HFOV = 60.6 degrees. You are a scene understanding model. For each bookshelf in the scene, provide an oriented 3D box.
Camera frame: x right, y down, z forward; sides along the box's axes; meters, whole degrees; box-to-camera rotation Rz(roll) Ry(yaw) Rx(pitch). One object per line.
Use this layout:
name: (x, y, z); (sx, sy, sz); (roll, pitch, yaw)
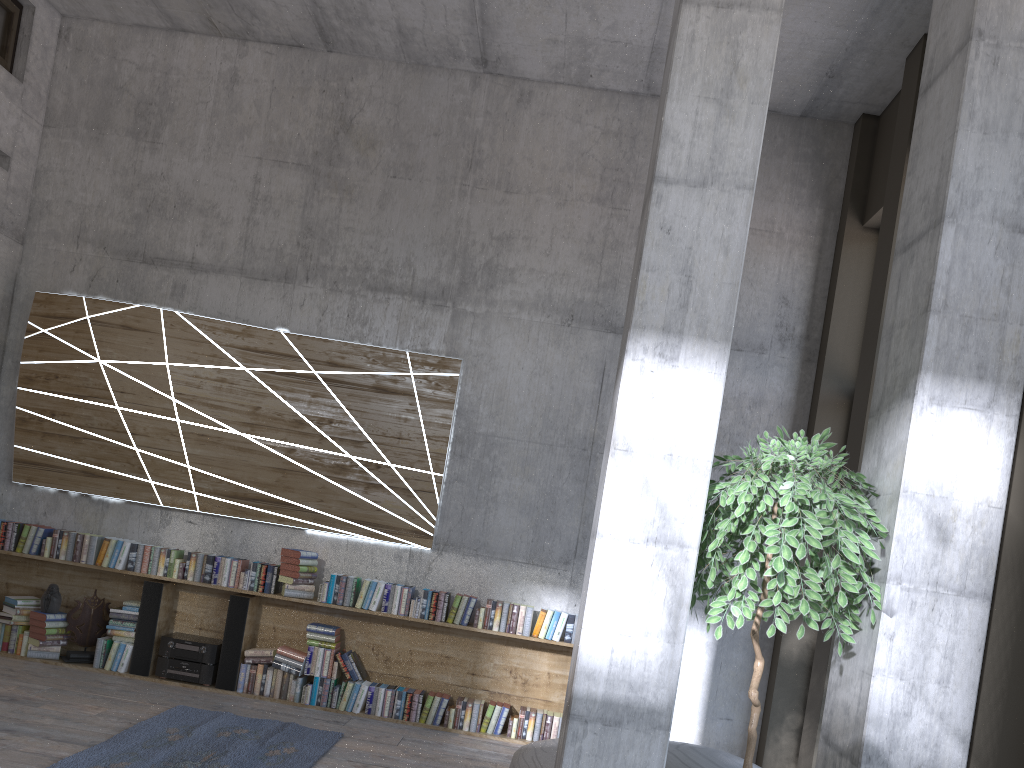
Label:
bookshelf: (-1.782, 2.035, 6.800); (5.316, 0.800, 0.305); (9, -2, 2)

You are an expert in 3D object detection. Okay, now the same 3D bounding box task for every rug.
rug: (-1.783, 2.060, 4.578); (1.160, 0.048, 2.957); (8, -9, 4)

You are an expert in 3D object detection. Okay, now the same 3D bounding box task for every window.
window: (-4.013, -3.350, 2.593); (0.113, 0.600, 8.552); (9, -9, 4)

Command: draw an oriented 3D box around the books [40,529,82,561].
books: (-3.486, 1.255, 6.849); (0.278, 0.219, 0.211); (9, -5, 1)

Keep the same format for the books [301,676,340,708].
books: (-1.470, 2.345, 6.731); (0.226, 0.219, 0.217); (9, -5, 3)

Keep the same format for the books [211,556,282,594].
books: (-2.043, 1.477, 6.782); (0.489, 0.219, 0.217); (9, -5, 3)

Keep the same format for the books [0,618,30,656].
books: (-3.970, 1.962, 6.873); (0.493, 0.236, 0.245); (9, -5, 3)

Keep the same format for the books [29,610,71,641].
books: (-3.578, 1.873, 6.795); (0.188, 0.209, 0.250); (7, -6, 25)

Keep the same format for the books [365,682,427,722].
books: (-0.891, 2.440, 6.723); (0.417, 0.219, 0.207); (9, -5, 3)

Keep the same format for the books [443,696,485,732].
books: (-0.363, 2.520, 6.699); (0.278, 0.219, 0.211); (9, -5, 1)

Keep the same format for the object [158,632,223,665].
object: (-2.470, 2.058, 6.815); (0.439, 0.160, 0.307); (9, -7, 3)

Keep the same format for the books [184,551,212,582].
books: (-2.432, 1.425, 6.826); (0.155, 0.219, 0.207); (9, -5, 3)

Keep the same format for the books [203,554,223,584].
books: (-2.328, 1.438, 6.814); (0.055, 0.219, 0.191); (9, -4, 4)

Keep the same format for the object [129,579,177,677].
object: (-2.806, 1.916, 6.855); (0.152, 0.755, 0.274); (9, -2, 3)

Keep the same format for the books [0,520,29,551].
books: (-4.081, 1.165, 6.871); (0.489, 0.219, 0.217); (9, -5, 3)

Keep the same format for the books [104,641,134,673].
books: (-3.016, 2.109, 6.809); (0.199, 0.227, 0.191); (9, -4, 3)

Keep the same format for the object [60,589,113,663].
object: (-3.314, 1.886, 6.879); (0.349, 0.565, 0.195); (11, -3, -37)

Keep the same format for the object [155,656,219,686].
object: (-2.495, 2.217, 6.819); (0.439, 0.162, 0.297); (9, -7, 3)

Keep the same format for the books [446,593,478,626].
books: (-0.381, 1.728, 6.724); (0.199, 0.227, 0.191); (9, -4, 3)

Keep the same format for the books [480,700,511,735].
books: (-0.128, 2.561, 6.730); (0.199, 0.227, 0.191); (9, -4, 3)

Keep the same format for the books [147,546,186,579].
books: (-2.649, 1.385, 6.788); (0.276, 0.219, 0.172); (9, -4, 4)

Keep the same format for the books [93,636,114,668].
books: (-3.169, 2.089, 6.831); (0.074, 0.219, 0.207); (9, -5, 4)

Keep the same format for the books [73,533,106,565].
books: (-3.273, 1.282, 6.815); (0.156, 0.219, 0.191); (9, -4, 3)

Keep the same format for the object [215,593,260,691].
object: (-2.135, 2.018, 6.826); (0.152, 0.755, 0.274); (9, -2, 3)

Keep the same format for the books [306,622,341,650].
books: (-1.450, 1.944, 6.763); (0.238, 0.160, 0.192); (9, -6, 3)

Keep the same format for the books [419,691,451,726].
books: (-0.591, 2.486, 6.718); (0.199, 0.227, 0.191); (9, -4, 3)

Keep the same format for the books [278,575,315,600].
books: (-1.651, 1.558, 6.730); (0.289, 0.149, 0.220); (15, -9, -39)

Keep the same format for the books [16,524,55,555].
books: (-3.729, 1.219, 6.869); (0.199, 0.227, 0.191); (9, -4, 3)

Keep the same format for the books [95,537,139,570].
books: (-3.058, 1.315, 6.805); (0.249, 0.227, 0.191); (9, -4, 3)

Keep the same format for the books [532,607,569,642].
books: (0.291, 1.823, 6.661); (0.249, 0.227, 0.191); (9, -4, 3)

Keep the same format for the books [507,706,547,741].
books: (0.115, 2.597, 6.710); (0.278, 0.219, 0.211); (9, -5, 1)

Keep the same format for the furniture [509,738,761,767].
furniture: (0.838, 2.340, 5.072); (1.618, 0.804, 1.827); (3, -10, 40)

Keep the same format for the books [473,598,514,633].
books: (-0.138, 1.764, 6.704); (0.278, 0.219, 0.211); (9, -5, 1)

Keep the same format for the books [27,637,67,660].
books: (-3.615, 2.045, 6.800); (0.265, 0.149, 0.247); (15, -9, -41)

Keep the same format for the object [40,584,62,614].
object: (-3.558, 1.655, 6.776); (0.145, 0.227, 0.136); (9, -3, 0)

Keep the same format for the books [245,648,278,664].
books: (-1.922, 2.098, 6.768); (0.234, 0.139, 0.194); (9, -6, 4)

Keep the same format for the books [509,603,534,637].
books: (0.075, 1.791, 6.670); (0.156, 0.219, 0.191); (9, -4, 3)

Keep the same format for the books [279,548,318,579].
books: (-1.634, 1.379, 6.727); (0.188, 0.209, 0.250); (7, -6, 25)

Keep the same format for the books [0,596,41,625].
books: (-4.041, 1.738, 6.875); (0.714, 0.260, 0.304); (8, -6, 7)

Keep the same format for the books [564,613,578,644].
books: (0.486, 1.860, 6.651); (0.156, 0.219, 0.156); (9, -4, 3)

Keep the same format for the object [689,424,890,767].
object: (1.087, 1.096, 3.759); (1.012, 1.851, 0.962); (11, -3, -31)

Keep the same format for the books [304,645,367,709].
books: (-1.358, 2.257, 6.739); (0.451, 0.446, 0.216); (9, -2, 3)

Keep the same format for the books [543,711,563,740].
books: (0.328, 2.624, 6.676); (0.156, 0.219, 0.191); (9, -4, 3)

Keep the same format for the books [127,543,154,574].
books: (-2.862, 1.352, 6.796); (0.156, 0.219, 0.156); (9, -4, 3)

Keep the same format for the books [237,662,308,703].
books: (-1.841, 2.286, 6.779); (0.493, 0.236, 0.245); (9, -5, 3)

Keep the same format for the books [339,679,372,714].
books: (-1.196, 2.385, 6.708); (0.199, 0.227, 0.191); (9, -4, 3)

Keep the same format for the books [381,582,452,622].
books: (-0.732, 1.674, 6.726); (0.489, 0.219, 0.217); (9, -5, 3)

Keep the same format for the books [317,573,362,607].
books: (-1.324, 1.577, 6.739); (0.278, 0.219, 0.211); (9, -5, 1)

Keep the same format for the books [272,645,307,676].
books: (-1.687, 2.114, 6.698); (0.243, 0.191, 0.156); (9, -4, 3)

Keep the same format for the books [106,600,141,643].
books: (-2.992, 1.850, 6.840); (0.251, 0.321, 0.220); (9, -3, 5)

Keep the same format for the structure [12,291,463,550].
structure: (-2.194, 0.274, 6.832); (3.408, 1.527, 0.361); (9, -1, 2)

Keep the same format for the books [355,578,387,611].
books: (-1.073, 1.613, 6.719); (0.199, 0.227, 0.191); (9, -4, 3)
